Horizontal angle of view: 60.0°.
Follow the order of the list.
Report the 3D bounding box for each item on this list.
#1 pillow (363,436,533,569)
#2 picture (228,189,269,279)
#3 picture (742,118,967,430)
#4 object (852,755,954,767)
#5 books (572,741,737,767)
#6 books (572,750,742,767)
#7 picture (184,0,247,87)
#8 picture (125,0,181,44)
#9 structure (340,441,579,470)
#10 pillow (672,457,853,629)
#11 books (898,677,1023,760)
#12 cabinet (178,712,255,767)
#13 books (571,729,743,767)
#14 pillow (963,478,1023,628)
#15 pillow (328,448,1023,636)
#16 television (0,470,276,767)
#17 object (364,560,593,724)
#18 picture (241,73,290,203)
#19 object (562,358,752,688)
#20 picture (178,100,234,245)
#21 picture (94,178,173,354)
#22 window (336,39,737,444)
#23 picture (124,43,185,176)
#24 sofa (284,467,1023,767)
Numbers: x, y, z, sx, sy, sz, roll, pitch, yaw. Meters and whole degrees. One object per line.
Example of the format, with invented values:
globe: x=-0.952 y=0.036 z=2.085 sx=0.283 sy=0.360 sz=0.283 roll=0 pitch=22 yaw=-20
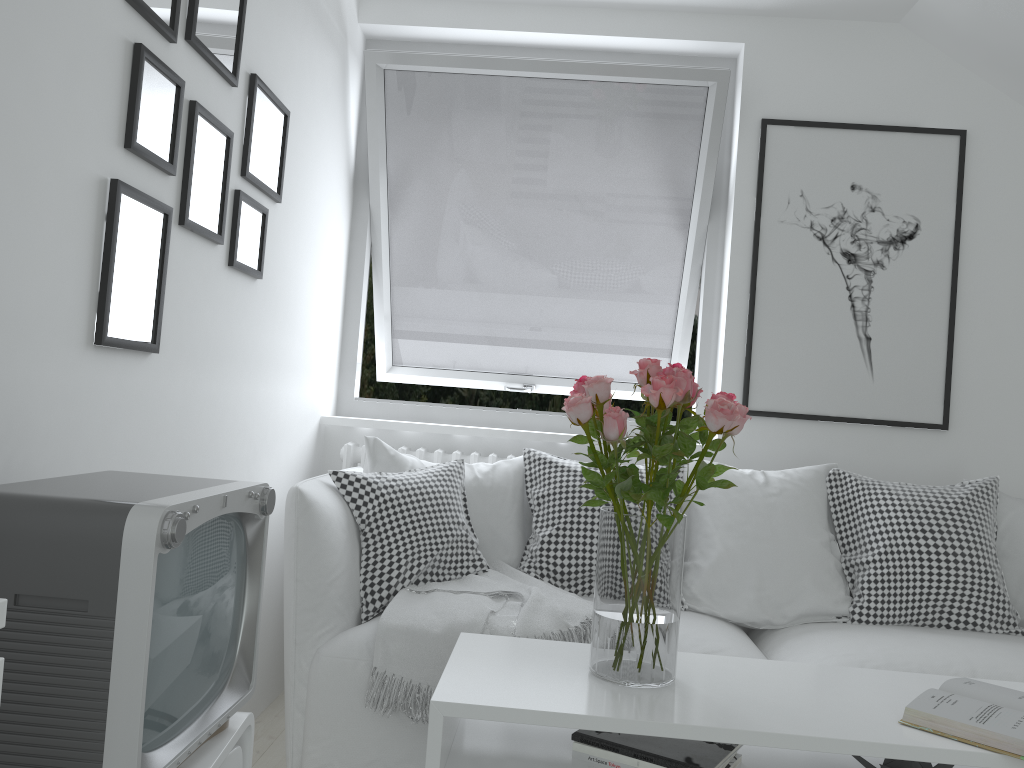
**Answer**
pillow: x=-0.200 y=0.424 z=2.808 sx=0.617 sy=0.491 sz=0.321 roll=5 pitch=-2 yaw=-23
picture: x=-0.690 y=-0.388 z=2.330 sx=0.017 sy=0.194 sz=0.218 roll=4 pitch=-2 yaw=3
picture: x=1.220 y=-0.396 z=3.167 sx=0.720 sy=1.072 sz=0.015 roll=4 pitch=-2 yaw=3
object: x=0.701 y=0.677 z=1.592 sx=0.194 sy=0.088 sz=0.186 roll=5 pitch=-2 yaw=-8
books: x=0.264 y=0.667 z=1.628 sx=0.254 sy=0.014 sz=0.191 roll=3 pitch=-2 yaw=28
books: x=0.266 y=0.681 z=1.624 sx=0.259 sy=0.014 sz=0.191 roll=3 pitch=-2 yaw=30
picture: x=-0.670 y=-0.845 z=2.027 sx=0.021 sy=0.236 sz=0.275 roll=4 pitch=-2 yaw=3
picture: x=-0.690 y=-0.827 z=1.729 sx=0.018 sy=0.248 sz=0.196 roll=4 pitch=-2 yaw=3
structure: x=0.195 y=0.593 z=3.146 sx=1.655 sy=0.660 sz=0.206 roll=4 pitch=-2 yaw=3
pillow: x=0.743 y=0.482 z=2.731 sx=0.599 sy=0.505 sz=0.391 roll=4 pitch=-2 yaw=3
books: x=0.858 y=0.573 z=1.544 sx=0.342 sy=0.040 sz=0.231 roll=6 pitch=-2 yaw=-45
cabinet: x=-0.605 y=0.750 z=1.232 sx=0.350 sy=0.477 sz=0.467 roll=4 pitch=-2 yaw=-3
books: x=0.271 y=0.654 z=1.633 sx=0.257 sy=0.012 sz=0.207 roll=3 pitch=-2 yaw=31
pillow: x=1.670 y=0.564 z=2.664 sx=0.623 sy=0.498 sz=0.333 roll=3 pitch=-2 yaw=37
pillow: x=0.730 y=0.479 z=2.591 sx=2.488 sy=0.513 sz=0.676 roll=4 pitch=-2 yaw=5
television: x=-0.537 y=0.329 z=1.246 sx=0.273 sy=0.374 sz=0.414 roll=4 pitch=-2 yaw=3
object: x=0.009 y=0.672 z=2.472 sx=0.670 sy=0.291 sz=0.831 roll=4 pitch=-2 yaw=2
picture: x=-0.665 y=-0.656 z=2.406 sx=0.019 sy=0.266 sz=0.290 roll=4 pitch=-2 yaw=3
object: x=0.253 y=0.250 z=1.651 sx=0.350 sy=0.599 sz=0.327 roll=4 pitch=-2 yaw=23
picture: x=-0.699 y=-0.477 z=2.039 sx=0.018 sy=0.274 sz=0.225 roll=4 pitch=-2 yaw=3
picture: x=-0.734 y=-0.220 z=1.734 sx=0.019 sy=0.306 sz=0.232 roll=4 pitch=-2 yaw=3
window: x=-2.229 y=-0.544 z=5.486 sx=12.055 sy=8.137 sz=4.514 roll=4 pitch=-2 yaw=3
picture: x=-0.709 y=-0.541 z=1.769 sx=0.018 sy=0.202 sz=0.196 roll=4 pitch=-2 yaw=3
sofa: x=0.708 y=0.740 z=2.544 sx=2.647 sy=0.768 sz=0.917 roll=4 pitch=-2 yaw=3
